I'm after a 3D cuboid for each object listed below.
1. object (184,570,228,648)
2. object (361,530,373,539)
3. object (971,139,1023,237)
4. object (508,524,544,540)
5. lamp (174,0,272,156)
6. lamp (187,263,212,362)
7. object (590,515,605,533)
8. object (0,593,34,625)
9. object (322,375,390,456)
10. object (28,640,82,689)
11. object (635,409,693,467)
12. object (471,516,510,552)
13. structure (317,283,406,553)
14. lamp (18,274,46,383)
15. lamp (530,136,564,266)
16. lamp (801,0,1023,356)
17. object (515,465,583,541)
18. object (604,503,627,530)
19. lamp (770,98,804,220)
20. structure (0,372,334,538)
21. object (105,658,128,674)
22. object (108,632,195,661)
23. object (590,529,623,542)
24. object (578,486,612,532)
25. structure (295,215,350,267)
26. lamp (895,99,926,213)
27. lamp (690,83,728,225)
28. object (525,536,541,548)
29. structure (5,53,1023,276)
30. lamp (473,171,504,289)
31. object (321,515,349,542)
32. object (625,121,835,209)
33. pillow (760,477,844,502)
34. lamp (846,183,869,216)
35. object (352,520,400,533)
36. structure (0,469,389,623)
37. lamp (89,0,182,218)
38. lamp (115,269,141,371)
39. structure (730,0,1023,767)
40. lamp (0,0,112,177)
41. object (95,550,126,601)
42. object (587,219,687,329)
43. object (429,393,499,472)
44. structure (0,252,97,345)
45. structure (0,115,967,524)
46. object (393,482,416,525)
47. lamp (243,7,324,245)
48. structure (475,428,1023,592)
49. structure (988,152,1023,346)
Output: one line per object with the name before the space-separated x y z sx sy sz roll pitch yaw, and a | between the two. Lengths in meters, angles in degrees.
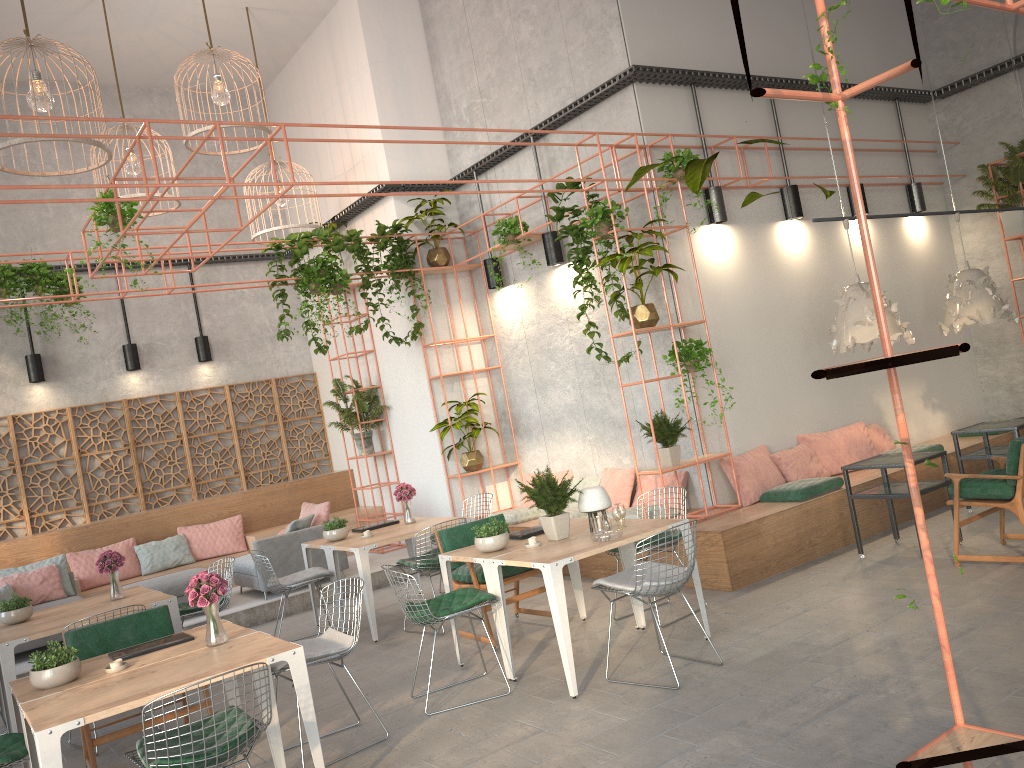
object | -1.659 1.229 4.868 0.225 0.414 0.213 -9 -2 -42
object | -1.369 1.410 8.359 0.115 0.078 0.115 -10 -1 -29
object | 5.886 -2.287 10.387 0.894 1.101 0.900 -11 -1 25
object | 0.171 1.110 6.702 0.427 0.031 0.268 -10 -1 -34
lamp | -3.234 -4.211 9.188 0.883 3.476 0.883 -11 -1 18
lamp | -4.530 -1.027 12.750 0.179 1.436 0.185 -10 -1 -34
object | 0.593 0.970 6.084 0.095 0.119 0.095 -10 -1 -10
object | -3.932 1.769 7.020 0.252 0.247 0.247 -10 -1 -34
object | -2.072 0.413 11.918 0.900 1.097 0.894 -10 -1 -5
object | -2.398 1.460 4.649 0.252 0.247 0.247 -10 -1 -34
object | 1.376 0.483 8.022 0.368 0.527 0.438 -10 -1 -34
object | -0.149 1.050 6.236 0.254 0.247 0.248 -10 -1 -34
structure | -2.020 0.463 12.028 0.424 3.596 0.624 -10 -1 -34
lamp | -6.294 -0.726 11.525 0.185 1.436 0.185 -11 -1 6
lamp | 0.348 -2.003 9.674 0.185 1.425 0.179 -10 -1 -34
lamp | 4.122 -2.505 8.542 4.456 4.052 0.704 -10 -1 -34
object | 0.261 0.829 6.219 0.368 0.527 0.438 -10 -1 -34
object | 0.745 0.931 6.234 0.210 0.154 0.165 -9 -2 -45
lamp | 2.923 -2.482 9.583 0.179 1.425 0.185 -10 -1 -34
structure | -6.243 1.438 11.358 9.782 2.103 0.132 -10 -1 -34
object | -2.098 1.491 4.702 0.115 0.073 0.115 -10 -2 -40
object | -2.079 1.520 5.114 0.427 0.031 0.268 -10 -1 -34
object | 0.625 0.999 5.843 0.218 0.041 0.218 -10 -1 -26
object | 0.593 0.889 6.301 0.241 0.313 0.241 -11 -1 11
structure | -2.525 -1.831 11.939 0.903 0.803 0.934 -11 -1 27
lamp | 4.880 -2.817 10.942 0.179 1.425 0.185 -10 -1 -34
lamp | 1.940 -2.314 8.900 0.179 1.425 0.185 -10 -1 -34
object | 0.142 1.083 6.103 0.115 0.078 0.115 -10 -1 -29
structure | -0.359 -2.687 6.599 15.203 0.110 15.603 -10 -1 -34
lamp | -0.320 -1.858 10.671 0.185 1.425 0.179 -10 -1 -34
object | -1.708 1.388 8.565 0.254 0.247 0.248 -10 -1 -34
object | 0.718 -0.491 2.431 0.924 0.946 0.923 -11 -1 22
pillow | 2.710 0.989 8.283 0.637 0.149 0.491 -10 -1 -33
lamp | 3.897 -2.649 10.259 0.179 1.425 0.185 -10 -1 -34
object | -1.389 1.448 9.031 0.427 0.031 0.268 -10 -1 -34
structure | -5.372 2.310 9.790 9.152 1.111 3.396 -10 -1 -34
lamp | -4.559 -3.724 10.166 0.883 3.476 0.883 -11 -1 18
lamp | -5.327 -0.891 12.197 0.185 1.436 0.185 -11 -1 6
structure | 3.299 -0.541 2.362 14.689 4.247 4.157 -10 -1 -34
lamp | -3.943 -3.478 7.019 0.883 3.476 0.883 -11 -1 18
object | -3.281 1.568 7.286 0.225 0.414 0.213 -9 -2 -42
object | 1.098 -0.961 7.921 0.903 0.947 0.934 -11 -1 17
object | -0.593 0.607 10.790 0.903 0.919 0.934 -11 -1 27
structure | -5.919 -1.038 10.901 1.434 1.290 0.670 -10 -1 -34
structure | 0.322 -0.407 9.500 14.096 4.345 4.501 -10 -1 -36
object | -1.052 1.187 8.834 0.225 0.414 0.213 -9 -2 -42
lamp | -3.104 -3.549 11.087 0.883 3.476 0.883 -11 -1 18
structure | 2.910 1.304 10.674 5.831 0.500 4.386 -10 -1 -34
structure | 6.296 -0.908 10.318 0.430 3.597 0.630 -10 -1 -34
